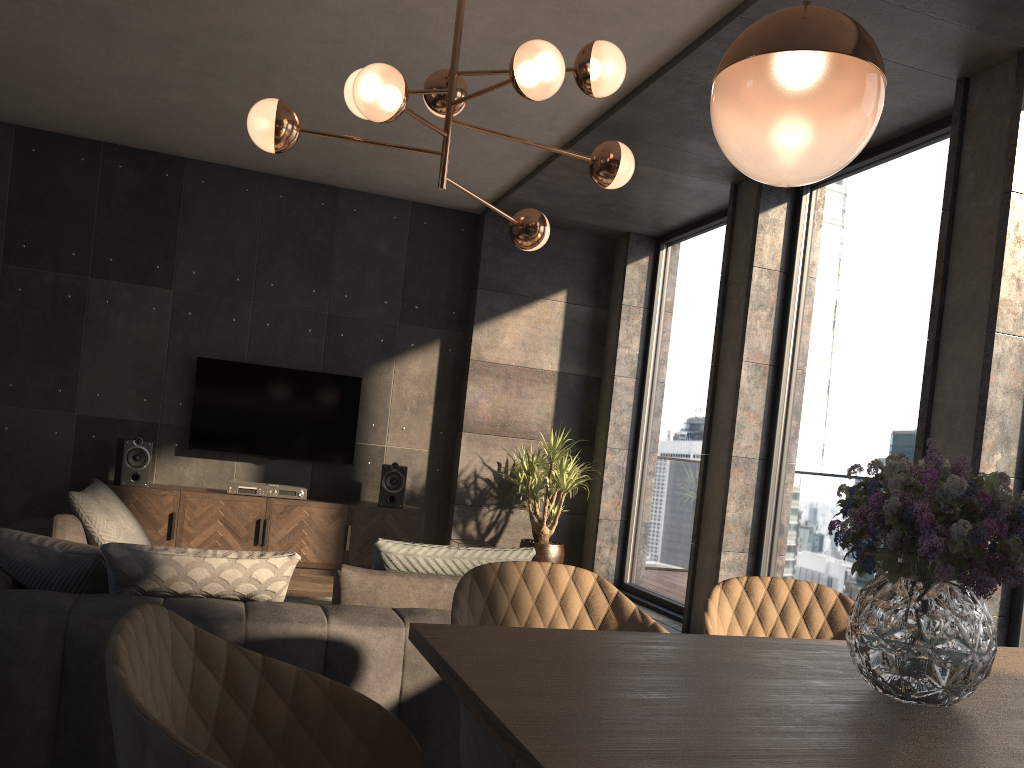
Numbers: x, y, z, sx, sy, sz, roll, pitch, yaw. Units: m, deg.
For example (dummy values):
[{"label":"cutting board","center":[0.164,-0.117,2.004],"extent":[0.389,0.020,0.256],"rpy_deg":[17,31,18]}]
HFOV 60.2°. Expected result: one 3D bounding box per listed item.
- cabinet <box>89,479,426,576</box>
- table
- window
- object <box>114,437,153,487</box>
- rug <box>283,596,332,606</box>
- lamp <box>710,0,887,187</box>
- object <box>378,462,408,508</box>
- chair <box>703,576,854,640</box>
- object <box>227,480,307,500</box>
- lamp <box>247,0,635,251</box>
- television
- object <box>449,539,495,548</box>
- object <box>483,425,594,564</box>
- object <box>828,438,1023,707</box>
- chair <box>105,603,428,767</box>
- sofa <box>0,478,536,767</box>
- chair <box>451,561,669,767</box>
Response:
[{"label":"cabinet","center":[-1.917,1.128,6.773],"extent":[2.415,0.551,0.540],"rpy_deg":[7,-2,-18]},{"label":"table","center":[0.591,0.879,1.424],"extent":[1.471,0.769,0.768],"rpy_deg":[7,-2,-18]},{"label":"window","center":[2.214,0.126,4.003],"extent":[0.200,2.996,7.260],"rpy_deg":[6,-3,-18]},{"label":"object","center":[-2.739,0.556,6.392],"extent":[0.199,0.354,0.248],"rpy_deg":[6,-1,-33]},{"label":"rug","center":[-0.482,1.367,4.330],"extent":[1.734,0.020,3.141],"rpy_deg":[7,-5,-18]},{"label":"lamp","center":[0.476,-1.057,1.258],"extent":[0.240,1.545,0.238],"rpy_deg":[5,1,-42]},{"label":"object","center":[-0.942,0.793,6.988],"extent":[0.198,0.354,0.249],"rpy_deg":[6,-1,-8]},{"label":"chair","center":[0.683,0.903,2.052],"extent":[0.556,0.836,0.510],"rpy_deg":[6,-1,-9]},{"label":"object","center":[-1.862,0.807,6.702],"extent":[0.575,0.087,0.270],"rpy_deg":[7,-4,-18]},{"label":"lamp","center":[-0.096,-1.210,3.367],"extent":[1.472,1.038,1.010],"rpy_deg":[8,-3,-42]},{"label":"television","center":[-1.857,0.236,6.984],"extent":[1.269,0.737,0.057],"rpy_deg":[7,0,-18]},{"label":"object","center":[-0.229,0.978,4.739],"extent":[0.200,0.261,0.196],"rpy_deg":[6,-1,-18]},{"label":"object","center":[0.211,0.983,7.243],"extent":[0.949,1.361,1.027],"rpy_deg":[6,-1,13]},{"label":"object","center":[0.652,0.290,1.383],"extent":[0.327,0.409,0.299],"rpy_deg":[5,-1,42]},{"label":"chair","center":[-0.281,0.732,1.160],"extent":[0.511,0.836,0.554],"rpy_deg":[6,-1,-14]},{"label":"sofa","center":[-1.091,0.862,3.667],"extent":[2.029,0.783,2.908],"rpy_deg":[7,-4,-18]},{"label":"chair","center":[0.106,0.826,1.857],"extent":[0.557,0.836,0.508],"rpy_deg":[6,-1,-24]}]
